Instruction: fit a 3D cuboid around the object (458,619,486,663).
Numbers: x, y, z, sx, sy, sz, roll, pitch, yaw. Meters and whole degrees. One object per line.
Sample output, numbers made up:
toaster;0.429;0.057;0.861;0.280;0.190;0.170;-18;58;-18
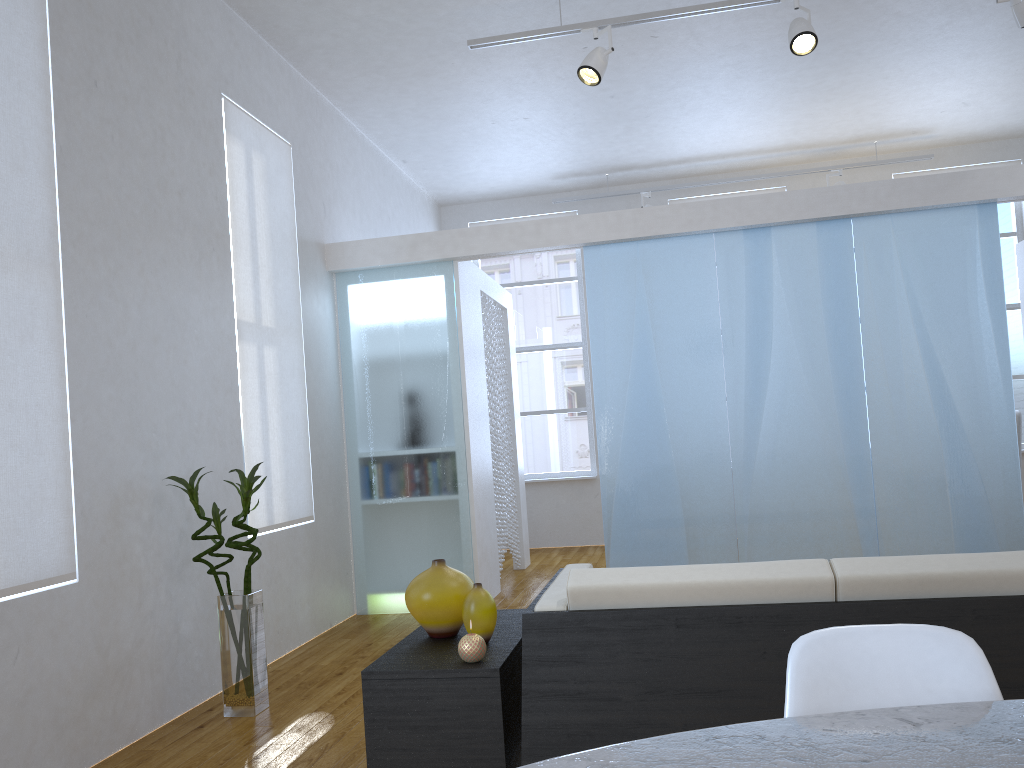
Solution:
object;-0.101;0.640;2.217;0.071;0.104;0.071;-6;-3;37

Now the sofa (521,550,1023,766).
sofa;1.267;0.768;2.963;5.339;0.678;9.733;-5;-4;10

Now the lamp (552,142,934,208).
lamp;1.891;-1.647;7.477;3.119;0.486;0.197;-5;-2;9

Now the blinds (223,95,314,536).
blinds;-1.244;-0.316;4.583;0.007;2.109;0.762;-4;-2;10

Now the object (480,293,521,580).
object;-0.091;0.391;6.397;0.051;2.013;0.923;-4;-2;10

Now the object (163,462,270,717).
object;-1.140;0.809;3.488;0.380;0.979;0.484;-3;-2;-17

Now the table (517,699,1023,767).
table;0.751;0.669;0.566;1.910;0.622;1.072;-5;-3;9

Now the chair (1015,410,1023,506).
chair;3.523;0.690;6.548;0.473;0.960;0.378;-6;-3;35

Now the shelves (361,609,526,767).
shelves;-0.120;0.938;2.507;0.349;0.450;0.730;-4;-3;10

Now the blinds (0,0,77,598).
blinds;-1.604;-0.416;2.632;0.007;2.108;0.762;-4;-2;10

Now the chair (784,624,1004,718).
chair;0.495;0.506;1.048;0.406;0.351;0.419;-4;-3;10

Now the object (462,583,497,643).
object;-0.088;0.623;2.412;0.095;0.160;0.096;-2;-3;-38

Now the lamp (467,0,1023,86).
lamp;1.306;-1.809;4.299;3.118;0.486;0.205;-4;-2;8

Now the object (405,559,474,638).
object;-0.203;0.612;2.540;0.207;0.215;0.207;-2;-3;-38
